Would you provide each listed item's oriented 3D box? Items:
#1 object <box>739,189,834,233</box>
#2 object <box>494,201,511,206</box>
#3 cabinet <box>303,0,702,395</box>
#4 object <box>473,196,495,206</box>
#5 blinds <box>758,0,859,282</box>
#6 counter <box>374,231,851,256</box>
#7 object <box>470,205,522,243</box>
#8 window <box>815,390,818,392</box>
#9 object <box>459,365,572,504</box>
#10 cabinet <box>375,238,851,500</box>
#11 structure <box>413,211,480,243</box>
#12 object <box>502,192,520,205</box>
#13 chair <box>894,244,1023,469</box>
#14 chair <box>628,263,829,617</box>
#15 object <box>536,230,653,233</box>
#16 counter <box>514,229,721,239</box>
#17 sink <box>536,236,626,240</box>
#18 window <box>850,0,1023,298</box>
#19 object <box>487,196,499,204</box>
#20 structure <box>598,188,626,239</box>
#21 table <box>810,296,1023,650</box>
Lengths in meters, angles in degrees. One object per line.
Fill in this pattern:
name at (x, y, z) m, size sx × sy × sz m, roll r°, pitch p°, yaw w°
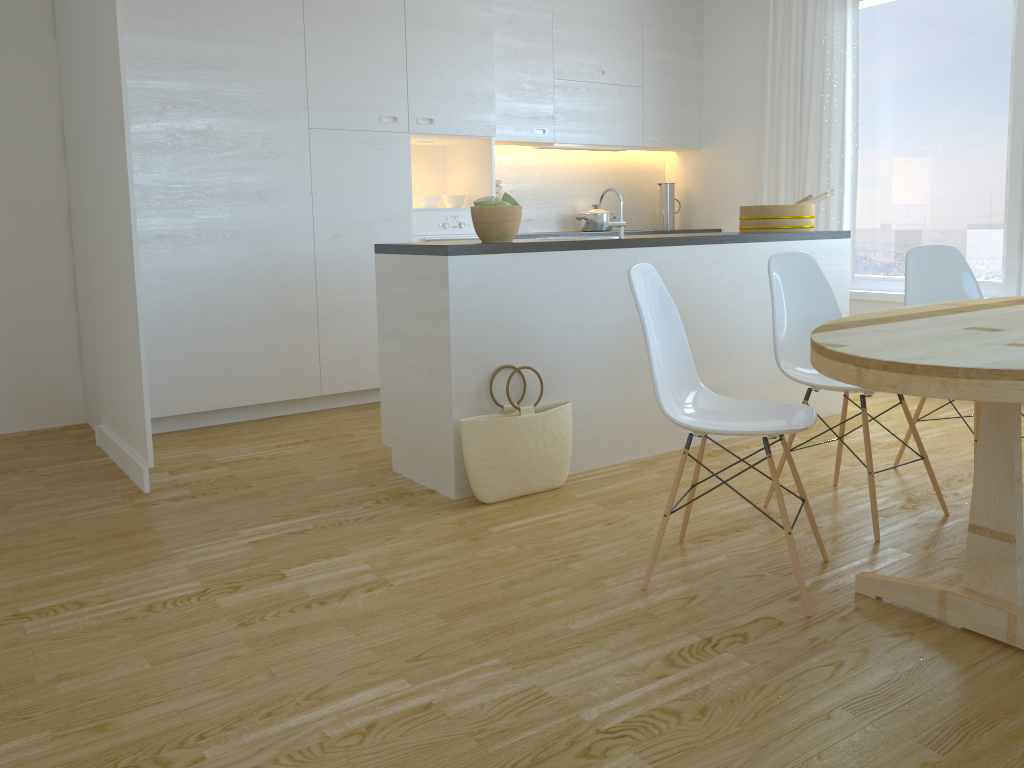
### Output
object at (1.407, -0.901, 4.621) m, size 0.430 × 0.212 × 0.382 m, roll -2°, pitch 10°, yaw -6°
object at (-0.032, -0.677, 3.479) m, size 0.081 × 0.085 × 0.098 m, roll 2°, pitch 9°, yaw 20°
cabinet at (0.103, -1.294, 5.855) m, size 3.212 × 2.283 × 0.483 m, roll -7°, pitch 9°, yaw -34°
object at (-0.108, -0.701, 3.458) m, size 0.084 × 0.065 × 0.086 m, roll -5°, pitch 10°, yaw -22°
blinds at (1.911, -1.766, 5.827) m, size 0.150 × 2.143 × 0.798 m, roll -6°, pitch 9°, yaw -34°
counter at (0.584, -0.666, 4.118) m, size 2.409 × 0.040 × 0.604 m, roll -8°, pitch 12°, yaw -34°
object at (-0.061, -0.633, 3.507) m, size 0.205 × 0.141 × 0.207 m, roll 2°, pitch 10°, yaw 17°
window at (1.482, -0.771, 1.715) m, size 1.886 × 2.037 × 2.562 m, roll -7°, pitch 11°, yaw -34°
object at (0.424, 0.215, 3.086) m, size 1.192 × 0.498 × 0.474 m, roll 5°, pitch 11°, yaw 33°
cabinet at (0.594, -0.198, 4.174) m, size 2.409 × 0.903 × 0.603 m, roll -8°, pitch 10°, yaw -34°
structure at (-0.336, -0.739, 5.330) m, size 0.562 × 0.591 × 0.049 m, roll -7°, pitch 9°, yaw -34°
object at (-0.005, -0.731, 3.532) m, size 0.074 × 0.071 × 0.078 m, roll -3°, pitch 9°, yaw -9°
chair at (1.795, -0.084, 3.429) m, size 0.430 × 0.894 × 0.527 m, roll -3°, pitch 8°, yaw -14°
chair at (0.614, 0.106, 2.522) m, size 0.523 × 0.894 × 0.433 m, roll 2°, pitch 8°, yaw 25°
object at (0.569, -1.077, 6.283) m, size 0.656 × 0.013 × 0.565 m, roll -8°, pitch 12°, yaw -34°
counter at (0.568, -1.059, 6.281) m, size 2.007 × 0.040 × 0.603 m, roll -8°, pitch 12°, yaw -34°
sink at (0.307, -0.581, 3.975) m, size 0.404 × 0.155 × 0.407 m, roll 0°, pitch 10°, yaw 7°
window at (2.842, -1.426, 4.854) m, size 0.088 × 1.903 × 2.741 m, roll -6°, pitch 10°, yaw -34°
object at (-0.079, -0.703, 3.543) m, size 0.102 × 0.098 × 0.087 m, roll -3°, pitch 9°, yaw -13°
structure at (0.399, -0.727, 3.768) m, size 0.097 × 0.213 × 0.163 m, roll -6°, pitch 9°, yaw -34°
table at (1.682, 0.177, 2.485) m, size 2.198 × 0.719 × 1.200 m, roll -8°, pitch 12°, yaw -35°
